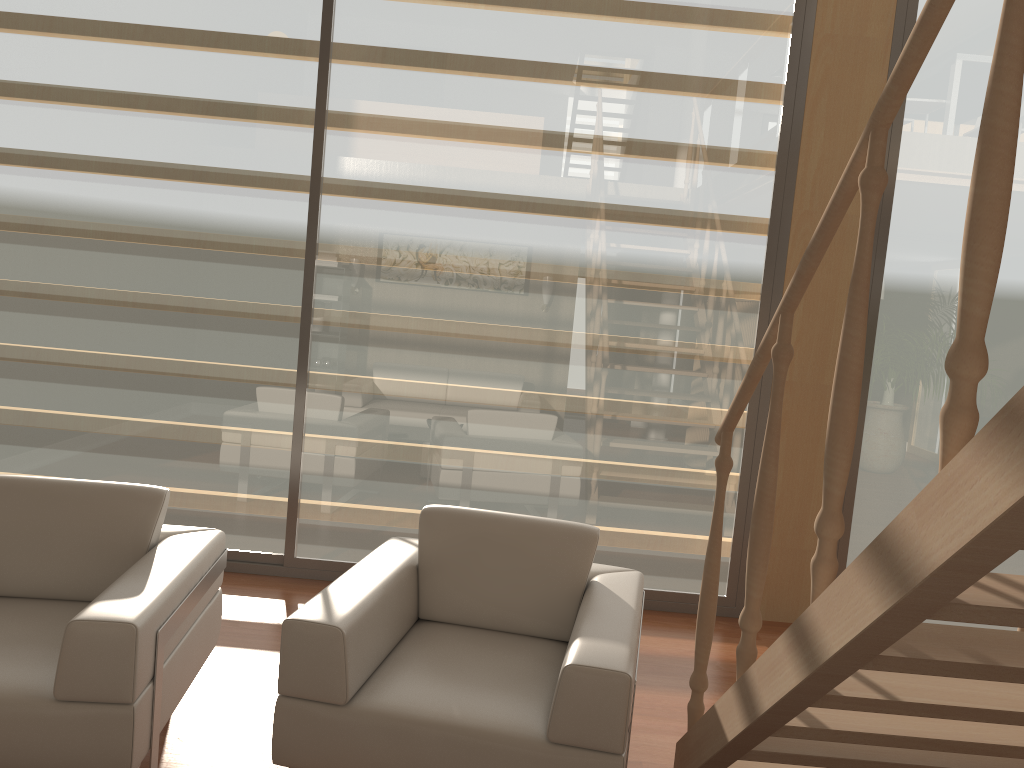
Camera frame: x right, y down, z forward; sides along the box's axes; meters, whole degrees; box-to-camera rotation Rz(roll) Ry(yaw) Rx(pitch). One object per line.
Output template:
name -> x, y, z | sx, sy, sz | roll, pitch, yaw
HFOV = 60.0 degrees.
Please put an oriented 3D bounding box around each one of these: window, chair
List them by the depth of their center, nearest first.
chair -> -1.381, 0.694, 2.527 | 0.900, 0.740, 0.905 | 5, 5, -5
chair -> -0.088, 0.806, 2.608 | 0.900, 0.740, 0.905 | 6, 5, 10
window -> 3.466, -1.051, 4.117 | 3.340, 5.200, 0.020 | 5, 5, 0
window -> 0.134, -0.605, 4.157 | 2.095, 3.100, 0.020 | 5, 5, 0
window -> -2.002, -0.802, 4.172 | 2.095, 3.100, 0.020 | 5, 5, 0

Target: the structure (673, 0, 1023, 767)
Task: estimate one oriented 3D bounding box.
structure -> 1.133, -0.366, 0.988 | 1.000, 3.578, 3.150 | 5, 5, 0
